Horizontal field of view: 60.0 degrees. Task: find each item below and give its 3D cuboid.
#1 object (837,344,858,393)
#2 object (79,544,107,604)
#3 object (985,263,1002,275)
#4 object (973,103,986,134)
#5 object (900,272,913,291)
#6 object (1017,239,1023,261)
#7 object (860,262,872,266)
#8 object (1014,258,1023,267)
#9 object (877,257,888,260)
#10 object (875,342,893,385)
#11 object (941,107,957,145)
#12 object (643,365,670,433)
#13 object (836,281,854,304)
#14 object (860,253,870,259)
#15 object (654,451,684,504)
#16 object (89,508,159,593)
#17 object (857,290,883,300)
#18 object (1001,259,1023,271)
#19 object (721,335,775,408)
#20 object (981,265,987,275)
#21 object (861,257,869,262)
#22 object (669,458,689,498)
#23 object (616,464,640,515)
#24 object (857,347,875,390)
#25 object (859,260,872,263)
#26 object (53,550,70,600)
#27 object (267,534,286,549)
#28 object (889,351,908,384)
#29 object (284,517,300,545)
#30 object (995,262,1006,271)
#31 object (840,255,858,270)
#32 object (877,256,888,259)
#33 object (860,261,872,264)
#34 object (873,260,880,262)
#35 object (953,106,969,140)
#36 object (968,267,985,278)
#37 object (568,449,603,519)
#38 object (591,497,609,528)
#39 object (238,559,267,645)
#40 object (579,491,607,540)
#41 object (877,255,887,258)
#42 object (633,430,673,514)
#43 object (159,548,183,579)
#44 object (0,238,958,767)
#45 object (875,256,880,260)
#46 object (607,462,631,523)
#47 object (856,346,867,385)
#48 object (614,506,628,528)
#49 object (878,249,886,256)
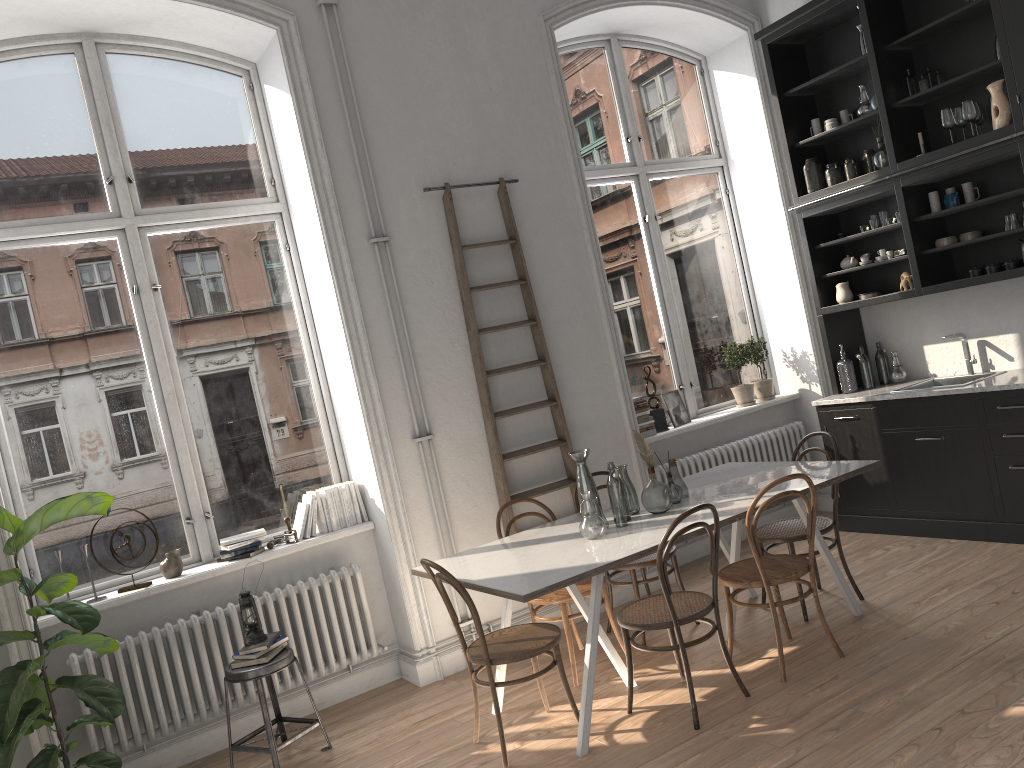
[{"bbox_3d":[2.362,-0.112,6.279,0.109,0.349,0.108,-11,3,41],"label":"object"},{"bbox_3d":[-2.134,0.957,4.488,0.095,0.289,0.095,-13,2,-8],"label":"object"},{"bbox_3d":[2.882,-0.693,5.304,0.104,0.059,0.088,-11,2,38],"label":"object"},{"bbox_3d":[2.849,-1.591,5.404,0.083,0.221,0.083,-12,2,1],"label":"object"},{"bbox_3d":[2.590,-0.675,5.816,0.069,0.123,0.173,-12,2,2],"label":"object"},{"bbox_3d":[3.018,-0.785,5.127,0.124,0.192,0.129,-12,2,-2],"label":"object"},{"bbox_3d":[2.455,-0.831,6.145,0.085,0.015,0.085,-13,2,-17],"label":"object"},{"bbox_3d":[3.032,-0.726,5.322,0.104,0.059,0.088,-12,2,23],"label":"object"},{"bbox_3d":[2.522,-0.848,6.008,0.085,0.015,0.085,-14,2,-44],"label":"object"},{"bbox_3d":[2.648,-0.149,6.340,0.086,0.301,0.086,-12,2,16],"label":"object"},{"bbox_3d":[2.632,-1.542,5.330,0.083,0.221,0.083,-12,2,1],"label":"object"},{"bbox_3d":[1.020,0.105,6.422,0.122,0.488,0.102,-12,2,-6],"label":"object"},{"bbox_3d":[2.347,-0.645,6.267,0.116,0.144,0.127,-11,2,39],"label":"object"},{"bbox_3d":[2.444,-0.877,6.144,0.055,0.047,0.058,-13,2,-15],"label":"object"},{"bbox_3d":[0.817,0.480,4.601,0.106,0.283,0.107,-14,2,-35],"label":"object"},{"bbox_3d":[-1.999,0.854,4.598,0.347,0.425,0.087,-12,2,2],"label":"object"},{"bbox_3d":[2.495,-0.619,6.168,0.180,0.037,0.180,-11,2,45],"label":"object"},{"bbox_3d":[2.949,-0.705,5.227,0.104,0.059,0.088,-13,2,-22],"label":"object"},{"bbox_3d":[1.843,-0.105,6.918,0.499,0.524,0.234,-14,2,-41],"label":"object"},{"bbox_3d":[2.930,-0.708,5.498,0.104,0.059,0.088,-13,2,-32],"label":"object"},{"bbox_3d":[2.448,-0.858,6.145,0.056,0.033,0.058,-11,2,35],"label":"object"},{"bbox_3d":[0.871,0.501,4.718,0.101,0.212,0.101,-12,2,9],"label":"object"},{"bbox_3d":[0.588,0.545,4.560,0.100,0.255,0.098,-11,2,37],"label":"object"},{"bbox_3d":[2.500,-0.115,6.283,0.086,0.301,0.086,-14,3,-44],"label":"object"},{"bbox_3d":[2.451,-0.844,6.147,0.085,0.017,0.085,-13,2,-35],"label":"object"},{"bbox_3d":[-2.262,0.984,4.479,0.095,0.289,0.095,-12,2,1],"label":"object"},{"bbox_3d":[-1.338,0.892,4.994,0.088,0.048,0.153,-12,2,10],"label":"object"},{"bbox_3d":[2.701,-0.118,6.221,0.132,0.219,0.120,-13,2,-30],"label":"object"},{"bbox_3d":[-1.250,0.820,4.987,0.088,0.153,0.048,-11,2,30],"label":"object"},{"bbox_3d":[2.976,-0.717,5.411,0.088,0.059,0.104,-12,2,-2],"label":"object"},{"bbox_3d":[2.391,-0.864,6.295,0.125,0.100,0.140,-11,2,41],"label":"object"},{"bbox_3d":[2.520,-0.855,6.007,0.085,0.016,0.085,-12,1,1],"label":"object"},{"bbox_3d":[2.454,-0.837,6.145,0.085,0.015,0.085,-13,2,-17],"label":"object"},{"bbox_3d":[2.532,-0.846,6.097,0.085,0.015,0.085,-14,2,-44],"label":"object"},{"bbox_3d":[2.728,-1.564,5.367,0.083,0.221,0.083,-14,2,-38],"label":"object"},{"bbox_3d":[2.832,-0.685,5.405,0.088,0.059,0.104,-14,2,-42],"label":"object"},{"bbox_3d":[0.377,0.527,4.485,0.116,0.383,0.116,-13,2,-19],"label":"object"},{"bbox_3d":[0.422,0.636,4.371,0.083,0.158,0.083,-14,2,-34],"label":"object"},{"bbox_3d":[-1.290,1.080,4.400,0.154,0.383,0.163,-11,2,33],"label":"object"},{"bbox_3d":[0.371,0.620,4.196,0.132,0.219,0.132,-14,2,-41],"label":"object"},{"bbox_3d":[2.518,-0.861,6.008,0.085,0.016,0.085,-12,2,10],"label":"object"},{"bbox_3d":[0.697,0.427,4.446,0.156,0.446,0.157,-13,2,-12],"label":"object"},{"bbox_3d":[-1.805,0.954,4.697,0.102,0.142,0.100,-11,2,34],"label":"object"},{"bbox_3d":[0.297,0.589,4.750,5.823,1.843,0.792,-13,2,-25],"label":"object"},{"bbox_3d":[2.529,-0.861,6.096,0.055,0.033,0.058,-13,2,-13],"label":"object"},{"bbox_3d":[0.524,0.538,4.439,0.086,0.301,0.086,-14,3,-44],"label":"object"},{"bbox_3d":[2.541,-0.128,6.399,0.086,0.301,0.086,-13,2,-16],"label":"object"},{"bbox_3d":[0.527,0.647,4.321,0.058,0.094,0.058,-12,2,-2],"label":"object"},{"bbox_3d":[2.512,-0.885,6.012,0.039,0.055,0.049,-13,2,-10],"label":"object"}]
